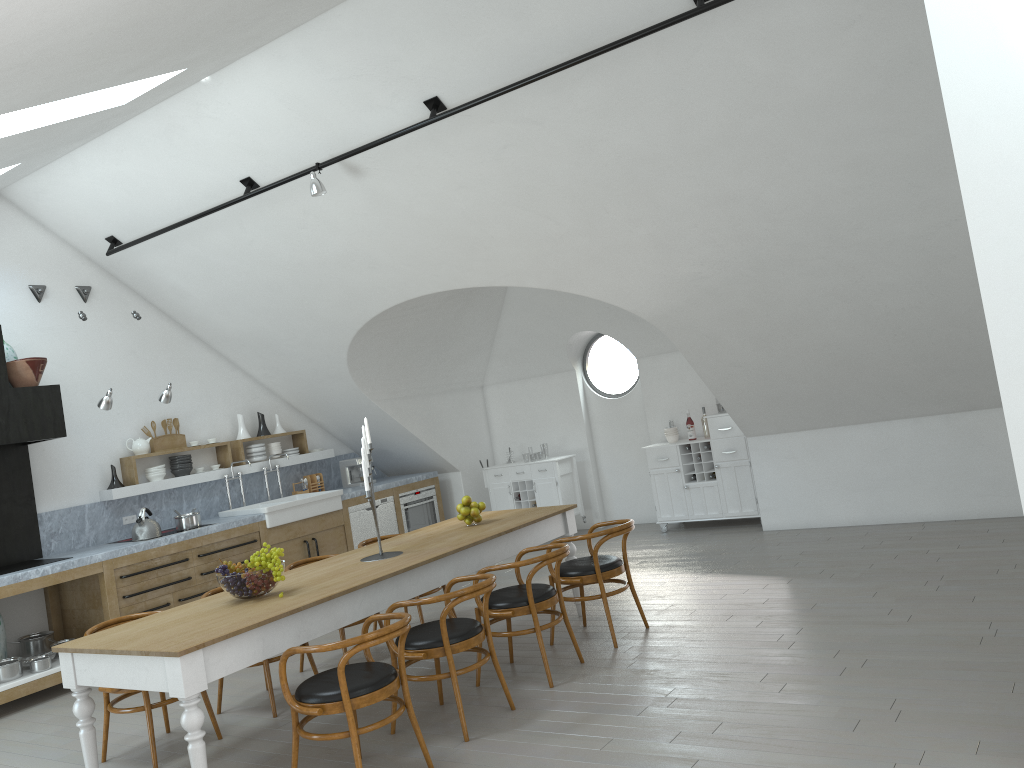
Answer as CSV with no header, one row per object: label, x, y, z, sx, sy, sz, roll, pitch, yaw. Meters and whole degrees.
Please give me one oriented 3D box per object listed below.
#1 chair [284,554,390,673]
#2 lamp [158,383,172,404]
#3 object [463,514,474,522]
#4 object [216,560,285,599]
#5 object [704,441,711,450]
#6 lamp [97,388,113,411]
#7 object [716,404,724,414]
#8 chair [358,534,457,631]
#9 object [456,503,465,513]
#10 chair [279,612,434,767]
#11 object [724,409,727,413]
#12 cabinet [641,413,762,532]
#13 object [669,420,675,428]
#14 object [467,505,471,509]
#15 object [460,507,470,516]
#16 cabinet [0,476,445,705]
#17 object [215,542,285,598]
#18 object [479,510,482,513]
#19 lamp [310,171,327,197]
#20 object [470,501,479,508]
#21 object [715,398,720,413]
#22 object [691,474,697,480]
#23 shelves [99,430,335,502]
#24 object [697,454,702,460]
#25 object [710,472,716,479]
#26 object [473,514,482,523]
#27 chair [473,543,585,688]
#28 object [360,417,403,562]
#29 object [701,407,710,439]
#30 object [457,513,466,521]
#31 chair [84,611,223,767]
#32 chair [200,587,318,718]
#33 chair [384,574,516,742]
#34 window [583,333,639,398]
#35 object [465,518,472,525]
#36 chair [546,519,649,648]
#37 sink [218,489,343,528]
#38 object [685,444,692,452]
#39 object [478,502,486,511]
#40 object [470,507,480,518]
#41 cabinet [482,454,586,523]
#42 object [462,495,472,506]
chair,-1.243,1.594,6.216,0.619,0.736,0.528,-11,-3,37
lamp,-3.037,0.086,7.801,0.168,0.176,0.112,-10,-3,26
object,-0.306,0.947,6.258,0.080,0.074,0.078,-9,-2,-11
object,-1.388,1.064,4.747,0.359,0.160,0.360,-10,-2,15
object,2.076,0.636,9.205,0.087,0.085,0.360,-11,-2,34
lamp,-3.363,0.133,7.324,0.116,0.178,0.164,-7,-3,-37
object,2.133,0.253,9.064,0.082,0.105,0.081,-9,-3,-18
chair,-0.830,1.540,6.809,0.620,0.736,0.528,-11,-3,31
object,-0.358,0.874,6.227,0.066,0.071,0.072,-9,-2,4
chair,-0.698,1.453,4.017,0.619,0.736,0.528,-11,-3,37
object,2.205,0.253,9.114,0.077,0.085,0.077,-11,-3,42
cabinet,2.062,0.906,9.308,1.239,1.155,0.610,-11,-3,34
object,1.744,0.502,9.713,0.115,0.209,0.065,-11,-3,36
object,-0.294,0.865,6.263,0.053,0.051,0.052,-10,-2,5
object,-0.324,0.884,6.161,0.071,0.064,0.072,-10,-2,27
cabinet,-2.959,1.894,8.032,1.001,1.023,6.437,-11,-2,34
object,-1.386,0.999,4.724,0.394,0.285,0.292,-9,-2,-2
object,-0.247,0.889,6.275,0.076,0.076,0.077,-9,-2,1
lamp,-1.392,-1.435,6.340,0.112,0.175,0.114,-9,-3,-3
object,-0.264,0.850,6.204,0.053,0.057,0.058,-7,-3,-41
object,2.140,0.221,9.147,0.048,0.169,0.048,-8,-3,-23
object,1.987,0.959,9.299,0.155,0.085,0.331,-11,-2,35
shelves,-3.665,0.360,7.894,0.479,1.363,5.556,-11,-2,29
object,2.015,0.756,9.272,0.085,0.085,0.331,-11,-2,34
object,2.125,0.937,9.196,0.081,0.081,0.359,-11,-2,32
object,-0.241,0.943,6.221,0.064,0.063,0.063,-7,-3,-45
chair,0.095,1.350,5.234,0.620,0.736,0.528,-11,-3,29
object,-0.861,0.633,5.545,0.265,0.876,0.774,-10,-2,8
object,2.028,0.404,9.267,0.085,0.331,0.085,-9,-3,-7
object,-0.354,0.929,6.200,0.059,0.056,0.059,-11,-2,29
chair,-2.056,1.700,5.014,0.620,0.736,0.528,-11,-3,34
chair,-1.602,1.638,5.580,0.620,0.736,0.528,-11,-3,31
chair,-0.325,1.406,4.641,0.620,0.736,0.528,-11,-3,34
window,1.193,-0.236,10.402,0.897,0.901,0.060,-11,-3,34
object,-0.302,0.959,6.190,0.049,0.050,0.051,-11,-3,38
chair,0.556,1.288,5.794,0.619,0.736,0.528,-11,-3,37
sink,-2.296,1.271,8.909,0.725,0.202,1.022,-10,-2,34
object,1.912,0.662,9.329,0.092,0.094,0.359,-11,-2,35
object,-0.214,0.860,6.233,0.063,0.063,0.062,-9,-2,-3
object,-0.260,0.894,6.168,0.071,0.072,0.070,-9,-2,-1
cabinet,0.237,1.299,10.337,1.131,0.790,0.497,-11,-3,34
object,-0.318,0.820,6.229,0.072,0.074,0.072,-11,-3,34
